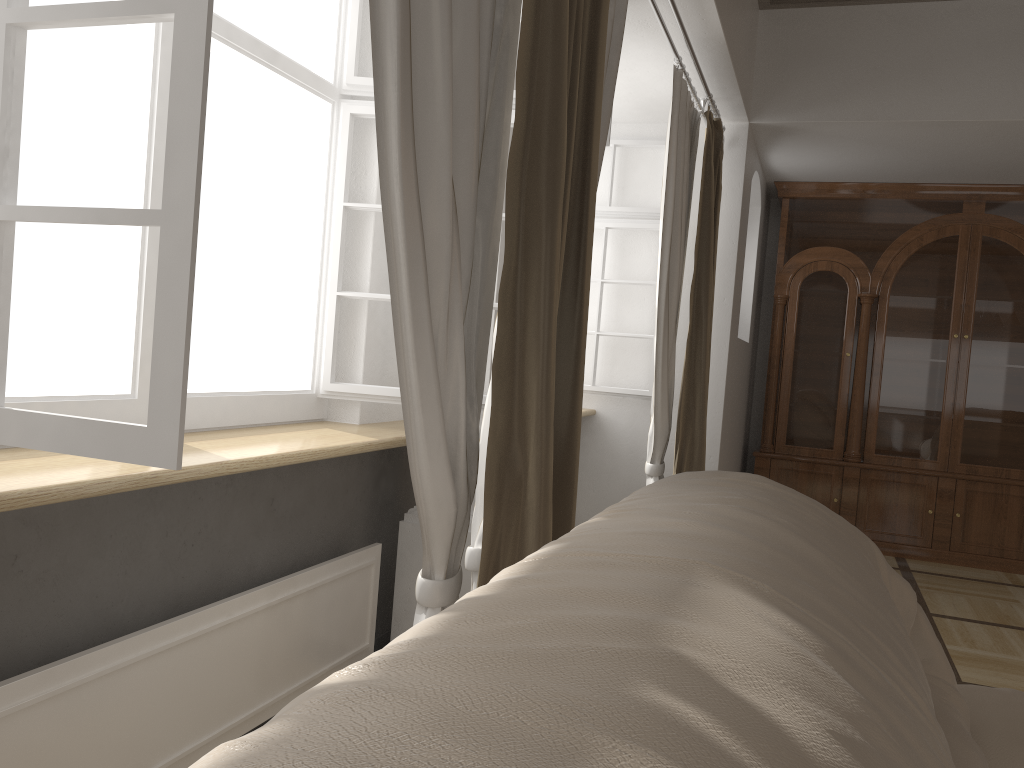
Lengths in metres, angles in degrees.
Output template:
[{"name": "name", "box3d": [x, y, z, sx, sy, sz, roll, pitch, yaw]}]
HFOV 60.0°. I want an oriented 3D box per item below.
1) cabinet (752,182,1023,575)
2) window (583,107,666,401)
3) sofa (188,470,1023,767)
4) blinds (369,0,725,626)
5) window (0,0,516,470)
[{"name": "cabinet", "box3d": [2.793, -0.057, 5.619, 2.360, 2.298, 0.587, 5, 2, 19]}, {"name": "window", "box3d": [0.181, -0.611, 3.891, 0.782, 1.500, 1.653, 5, 2, 19]}, {"name": "sofa", "box3d": [0.438, 0.627, 0.658, 1.051, 0.900, 2.135, 5, 2, 19]}, {"name": "blinds", "box3d": [0.004, -0.152, 1.756, 0.285, 2.294, 5.765, 5, 2, 19]}, {"name": "window", "box3d": [-0.486, -0.599, 2.017, 0.784, 1.500, 1.759, 5, 2, 18]}]
